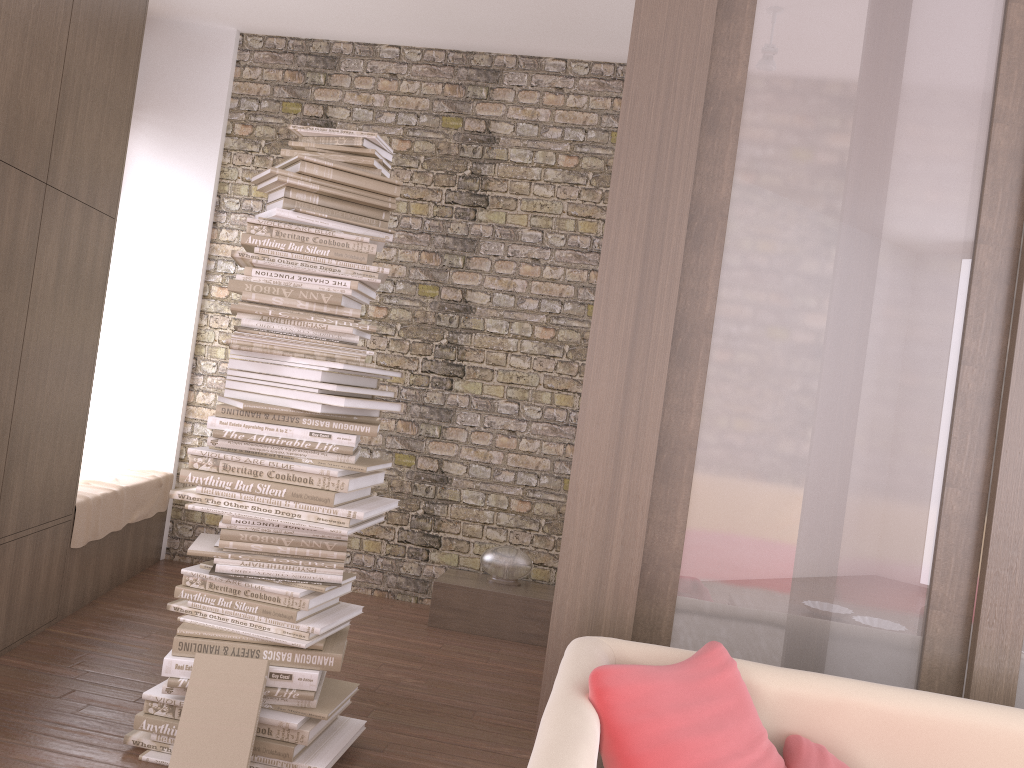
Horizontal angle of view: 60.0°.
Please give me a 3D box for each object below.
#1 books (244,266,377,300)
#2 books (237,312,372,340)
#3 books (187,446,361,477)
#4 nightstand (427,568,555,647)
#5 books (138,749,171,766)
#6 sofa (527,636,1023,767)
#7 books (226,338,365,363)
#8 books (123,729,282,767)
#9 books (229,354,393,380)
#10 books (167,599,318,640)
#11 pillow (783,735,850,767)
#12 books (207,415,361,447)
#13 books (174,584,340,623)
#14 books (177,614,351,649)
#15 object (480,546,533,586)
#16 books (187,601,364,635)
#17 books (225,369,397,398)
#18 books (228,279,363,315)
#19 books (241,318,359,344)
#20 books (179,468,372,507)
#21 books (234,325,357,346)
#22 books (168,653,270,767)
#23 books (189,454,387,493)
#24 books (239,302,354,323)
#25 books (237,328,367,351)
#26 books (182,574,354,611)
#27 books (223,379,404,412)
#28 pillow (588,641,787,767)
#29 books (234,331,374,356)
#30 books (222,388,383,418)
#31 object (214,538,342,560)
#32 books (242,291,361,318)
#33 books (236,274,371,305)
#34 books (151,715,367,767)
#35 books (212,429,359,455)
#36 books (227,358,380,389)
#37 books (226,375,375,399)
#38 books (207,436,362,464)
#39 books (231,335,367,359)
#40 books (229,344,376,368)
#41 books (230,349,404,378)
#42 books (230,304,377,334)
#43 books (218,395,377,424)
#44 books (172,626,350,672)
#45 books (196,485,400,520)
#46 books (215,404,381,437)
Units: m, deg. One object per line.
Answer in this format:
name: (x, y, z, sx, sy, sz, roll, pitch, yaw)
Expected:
books: (-0.679, -0.342, 3.033, 0.379, 0.028, 0.297, 8, -1, 4)
books: (-0.701, -0.196, 3.036, 0.388, 0.020, 0.287, 8, -1, 4)
books: (-0.771, 0.258, 3.027, 0.510, 0.020, 0.399, 8, -1, 9)
nightstand: (-0.055, 1.214, 4.829, 0.707, 0.240, 0.400, 8, -1, 9)
books: (-0.847, 1.189, 2.883, 0.542, 0.016, 0.423, 8, -1, 9)
sofa: (1.094, 1.055, 1.426, 2.204, 0.751, 0.919, 8, -1, 9)
books: (-0.740, -0.111, 3.022, 0.444, 0.015, 0.279, 8, -1, -16)
books: (-0.885, 1.160, 2.923, 0.612, 0.028, 0.399, 8, -1, 9)
books: (-0.689, -0.057, 3.051, 0.443, 0.010, 0.345, 7, -1, 29)
books: (-0.841, 0.764, 2.984, 0.506, 0.023, 0.330, 8, -1, 14)
pillow: (0.692, 0.849, 1.558, 0.467, 0.224, 0.507, 8, -1, 21)
books: (-0.758, 0.154, 3.026, 0.469, 0.038, 0.364, 8, -1, -6)
books: (-0.844, 0.708, 2.980, 0.432, 0.038, 0.339, 8, -1, 14)
books: (-0.812, 0.787, 2.948, 0.448, 0.013, 0.350, 8, -1, 14)
object: (-0.032, 0.997, 4.893, 0.296, 0.199, 0.211, 8, -1, 6)
books: (-0.782, 0.748, 2.978, 0.468, 0.021, 0.350, 8, -1, 14)
books: (-0.683, -0.002, 3.031, 0.484, 0.020, 0.323, 7, -1, 29)
books: (-0.732, -0.296, 3.035, 0.379, 0.039, 0.297, 8, -1, 4)
books: (-0.732, -0.177, 3.046, 0.379, 0.028, 0.297, 8, -1, -16)
books: (-0.787, 0.338, 3.025, 0.522, 0.046, 0.410, 8, -1, 9)
books: (-0.744, -0.161, 3.033, 0.395, 0.007, 0.308, 8, -1, -16)
books: (-0.865, 1.007, 2.620, 0.218, 0.363, 0.246, 8, -1, -6)
books: (-0.753, 0.294, 3.048, 0.542, 0.046, 0.421, 8, -1, 9)
books: (-0.737, -0.236, 3.020, 0.368, 0.009, 0.262, 8, -1, -16)
books: (-0.721, -0.148, 3.029, 0.412, 0.011, 0.308, 8, -1, -16)
books: (-0.815, 0.673, 2.998, 0.448, 0.038, 0.348, 8, -1, 14)
books: (-0.673, 0.040, 3.018, 0.524, 0.030, 0.317, 7, -1, 29)
pillow: (0.374, 0.722, 1.611, 0.379, 0.377, 0.498, 7, -1, 43)
books: (-0.712, -0.135, 3.023, 0.446, 0.012, 0.291, 8, -1, -16)
books: (-0.715, 0.066, 3.041, 0.435, 0.030, 0.322, 7, -1, 29)
object: (-0.772, 0.544, 2.984, 0.413, 0.008, 0.243, 8, -1, -11)
books: (-0.724, -0.262, 3.030, 0.379, 0.028, 0.297, 8, -1, -16)
books: (-0.705, -0.321, 3.040, 0.388, 0.020, 0.287, 8, -1, 4)
books: (-0.814, 1.141, 2.921, 0.566, 0.025, 0.423, 8, -1, 9)
books: (-0.750, 0.187, 3.005, 0.442, 0.025, 0.346, 8, -1, -6)
books: (-0.712, -0.036, 3.041, 0.417, 0.036, 0.308, 7, -1, 29)
books: (-0.724, 0.011, 3.035, 0.413, 0.013, 0.294, 7, -1, 29)
books: (-0.763, 0.215, 3.039, 0.469, 0.028, 0.368, 8, -1, -6)
books: (-0.730, -0.124, 3.025, 0.432, 0.013, 0.288, 8, -1, -16)
books: (-0.714, -0.093, 3.012, 0.469, 0.015, 0.267, 8, -1, -16)
books: (-0.666, -0.070, 3.030, 0.500, 0.018, 0.326, 7, -1, 29)
books: (-0.714, -0.218, 3.024, 0.467, 0.020, 0.283, 8, -1, -16)
books: (-0.745, 0.087, 3.049, 0.450, 0.022, 0.364, 8, -1, -31)
books: (-0.812, 0.846, 2.935, 0.518, 0.057, 0.341, 8, -1, -6)
books: (-0.712, 0.385, 3.029, 0.566, 0.025, 0.423, 8, -1, 9)
books: (-0.715, 0.121, 3.042, 0.518, 0.038, 0.341, 8, -1, -6)
